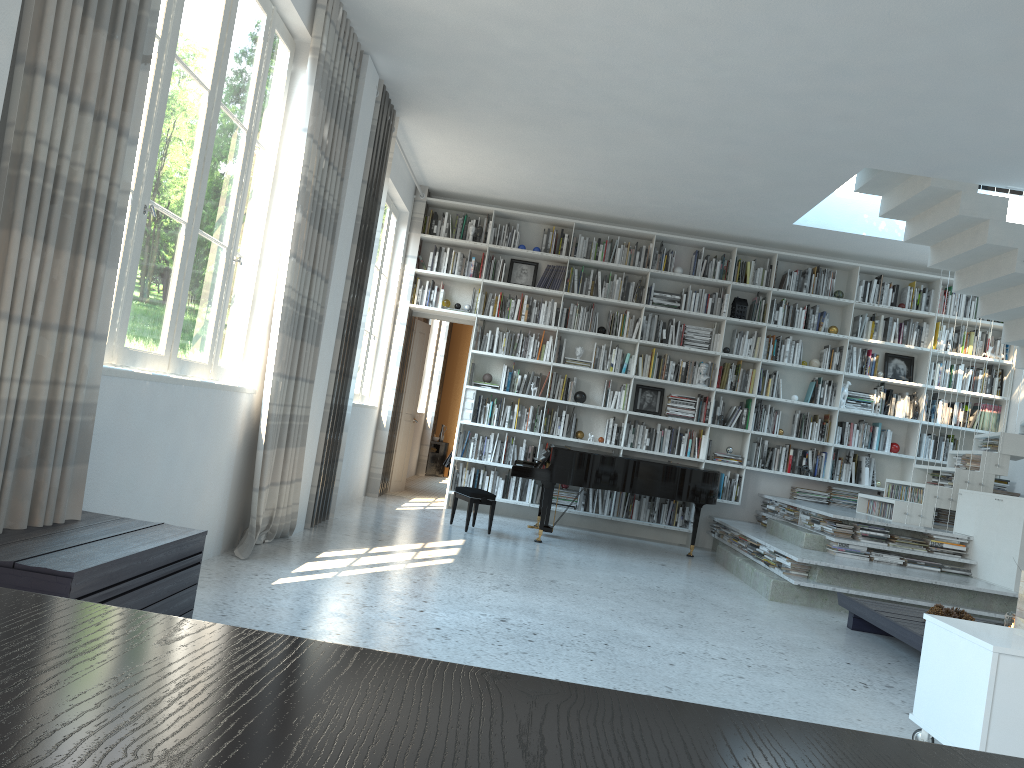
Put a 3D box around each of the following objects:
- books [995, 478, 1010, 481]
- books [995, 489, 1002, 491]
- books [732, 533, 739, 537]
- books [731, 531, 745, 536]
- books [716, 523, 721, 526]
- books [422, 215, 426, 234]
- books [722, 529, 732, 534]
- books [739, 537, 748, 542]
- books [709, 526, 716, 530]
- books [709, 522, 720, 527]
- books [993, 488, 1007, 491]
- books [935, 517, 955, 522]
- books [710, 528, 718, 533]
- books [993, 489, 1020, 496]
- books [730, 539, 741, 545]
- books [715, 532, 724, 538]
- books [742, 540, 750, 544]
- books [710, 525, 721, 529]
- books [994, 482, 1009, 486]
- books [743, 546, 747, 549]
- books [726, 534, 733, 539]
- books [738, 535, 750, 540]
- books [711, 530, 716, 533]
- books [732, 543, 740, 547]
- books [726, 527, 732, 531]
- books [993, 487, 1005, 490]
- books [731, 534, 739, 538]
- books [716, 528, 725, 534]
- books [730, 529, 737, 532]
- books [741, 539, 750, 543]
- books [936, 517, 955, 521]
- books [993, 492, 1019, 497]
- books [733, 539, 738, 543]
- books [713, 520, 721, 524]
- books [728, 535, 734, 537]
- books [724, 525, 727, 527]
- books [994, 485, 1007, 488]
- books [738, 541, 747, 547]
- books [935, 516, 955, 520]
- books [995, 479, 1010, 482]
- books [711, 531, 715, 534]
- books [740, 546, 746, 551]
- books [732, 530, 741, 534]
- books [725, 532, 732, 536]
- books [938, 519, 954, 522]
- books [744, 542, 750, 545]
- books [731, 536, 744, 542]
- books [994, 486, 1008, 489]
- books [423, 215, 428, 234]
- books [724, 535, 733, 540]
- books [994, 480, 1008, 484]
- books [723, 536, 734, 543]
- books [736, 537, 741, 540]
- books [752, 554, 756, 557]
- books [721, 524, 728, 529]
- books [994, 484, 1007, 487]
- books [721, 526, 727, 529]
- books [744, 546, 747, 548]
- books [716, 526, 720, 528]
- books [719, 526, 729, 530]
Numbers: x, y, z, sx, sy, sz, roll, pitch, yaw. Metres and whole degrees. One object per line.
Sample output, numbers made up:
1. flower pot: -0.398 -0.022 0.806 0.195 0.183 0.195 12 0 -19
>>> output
1. books: 4.724 0.925 8.687 0.231 0.006 0.152 9 -3 7
2. books: 4.707 1.032 8.691 0.232 0.006 0.137 9 -3 -3
3. books: 2.119 1.394 8.133 0.182 0.016 0.199 9 -3 7
4. books: 2.129 1.380 8.133 0.171 0.015 0.253 9 -3 -1
5. books: 2.170 1.435 9.044 0.133 0.017 0.231 9 -3 3
6. books: -0.924 -1.649 9.326 0.014 0.219 0.188 9 -2 2
7. books: 2.128 1.418 8.444 0.180 0.015 0.294 9 -3 0
8. books: 2.119 1.380 7.823 0.165 0.014 0.236 9 -3 -3
9. books: 2.133 1.480 9.044 0.177 0.012 0.278 9 -3 -2
10. books: 2.133 1.445 9.045 0.191 0.013 0.243 9 -3 -2
11. books: 4.708 1.025 8.689 0.192 0.008 0.161 9 -3 2
12. books: 4.545 1.407 9.117 0.367 0.007 0.206 9 -3 8
13. books: 2.131 1.505 9.043 0.179 0.012 0.261 9 -3 5
14. books: 4.696 1.036 8.494 0.267 0.026 0.161 9 -3 7
15. books: 2.120 1.462 8.130 0.159 0.012 0.292 9 -3 -1
16. books: 2.125 1.506 8.749 0.189 0.030 0.238 9 -3 2
17. books: 2.128 1.402 7.822 0.155 0.009 0.297 9 -3 3
18. books: 2.138 1.470 9.044 0.188 0.009 0.211 9 -3 1
19. books: 4.717 0.971 8.692 0.235 0.014 0.155 9 -3 3
20. books: 2.130 1.458 7.820 0.128 0.005 0.296 9 -3 4
21. books: 2.142 1.464 8.442 0.149 0.007 0.300 9 -3 2
22. books: 2.118 1.366 7.824 0.179 0.012 0.249 9 -3 -1
23. books: 2.139 1.516 9.042 0.155 0.009 0.233 9 -3 -3
24. books: 2.121 1.483 8.130 0.157 0.014 0.180 9 -3 -1
25. books: 2.143 1.391 8.445 0.159 0.006 0.285 9 -3 4
26. books: 4.710 1.016 8.701 0.182 0.011 0.131 9 -3 0
27. books: 2.123 1.407 8.132 0.169 0.009 0.241 9 -3 -2
28. books: 2.123 1.464 8.751 0.191 0.028 0.213 9 -3 6
29. books: 2.120 1.357 8.134 0.193 0.005 0.225 9 -3 -2
30. books: 2.125 1.392 7.822 0.169 0.009 0.242 9 -3 2
31. books: 4.547 1.400 9.121 0.327 0.008 0.207 9 -3 5
32. books: 4.692 1.060 8.488 0.234 0.025 0.157 9 -3 -2
33. books: 2.127 1.451 8.131 0.165 0.012 0.205 9 -3 2
34. books: 2.159 1.417 9.045 0.158 0.014 0.234 9 -3 0
35. books: 2.142 1.454 8.442 0.147 0.012 0.206 9 -3 3
36. books: 2.161 1.400 8.752 0.137 0.018 0.200 9 -3 6
37. books: 4.713 0.997 8.701 0.215 0.011 0.121 9 -3 -3
38. books: 2.111 1.423 7.822 0.182 0.013 0.287 9 -3 3
39. books: 4.548 1.393 9.124 0.327 0.008 0.207 9 -3 10
40. books: 4.723 0.933 8.691 0.228 0.011 0.159 9 -3 1
41. books: 2.138 1.529 9.042 0.171 0.016 0.241 9 -3 2
42. books: 2.108 1.462 7.820 0.161 0.008 0.254 9 -3 7
43. books: 2.133 1.368 8.134 0.174 0.011 0.228 9 -3 1
44. books: 2.129 1.436 8.443 0.171 0.020 0.193 9 -3 6
45. books: 4.545 1.415 9.128 0.327 0.008 0.207 9 -3 2
46. books: 2.135 1.414 7.821 0.140 0.013 0.180 9 -3 3
47. books: 2.125 1.431 8.131 0.159 0.011 0.246 9 -3 -2
48. books: 4.711 1.006 8.698 0.227 0.009 0.144 9 -3 2
49. books: -0.904 -1.649 9.347 0.024 0.228 0.130 9 -2 2
50. books: 2.127 1.472 8.442 0.172 0.014 0.221 9 -3 3
51. books: 4.720 0.952 8.704 0.232 0.025 0.123 9 -3 -1
52. books: 2.117 1.491 8.441 0.177 0.026 0.230 9 -3 5
53. books: 2.140 1.421 8.131 0.140 0.013 0.180 9 -3 5
54. books: 2.110 1.454 7.510 0.142 0.012 0.291 9 -3 6
55. books: 2.163 1.417 8.752 0.135 0.014 0.297 9 -3 3
56. books: 4.715 0.985 8.696 0.206 0.014 0.150 9 -3 2
57. books: 2.157 1.425 8.751 0.126 0.005 0.290 9 -3 -3
58. books: 2.132 1.452 7.820 0.132 0.009 0.269 9 -3 3
59. books: 2.162 1.463 9.044 0.136 0.013 0.258 9 -3 0
60. books: 2.146 1.431 8.751 0.160 0.009 0.291 9 -3 4
